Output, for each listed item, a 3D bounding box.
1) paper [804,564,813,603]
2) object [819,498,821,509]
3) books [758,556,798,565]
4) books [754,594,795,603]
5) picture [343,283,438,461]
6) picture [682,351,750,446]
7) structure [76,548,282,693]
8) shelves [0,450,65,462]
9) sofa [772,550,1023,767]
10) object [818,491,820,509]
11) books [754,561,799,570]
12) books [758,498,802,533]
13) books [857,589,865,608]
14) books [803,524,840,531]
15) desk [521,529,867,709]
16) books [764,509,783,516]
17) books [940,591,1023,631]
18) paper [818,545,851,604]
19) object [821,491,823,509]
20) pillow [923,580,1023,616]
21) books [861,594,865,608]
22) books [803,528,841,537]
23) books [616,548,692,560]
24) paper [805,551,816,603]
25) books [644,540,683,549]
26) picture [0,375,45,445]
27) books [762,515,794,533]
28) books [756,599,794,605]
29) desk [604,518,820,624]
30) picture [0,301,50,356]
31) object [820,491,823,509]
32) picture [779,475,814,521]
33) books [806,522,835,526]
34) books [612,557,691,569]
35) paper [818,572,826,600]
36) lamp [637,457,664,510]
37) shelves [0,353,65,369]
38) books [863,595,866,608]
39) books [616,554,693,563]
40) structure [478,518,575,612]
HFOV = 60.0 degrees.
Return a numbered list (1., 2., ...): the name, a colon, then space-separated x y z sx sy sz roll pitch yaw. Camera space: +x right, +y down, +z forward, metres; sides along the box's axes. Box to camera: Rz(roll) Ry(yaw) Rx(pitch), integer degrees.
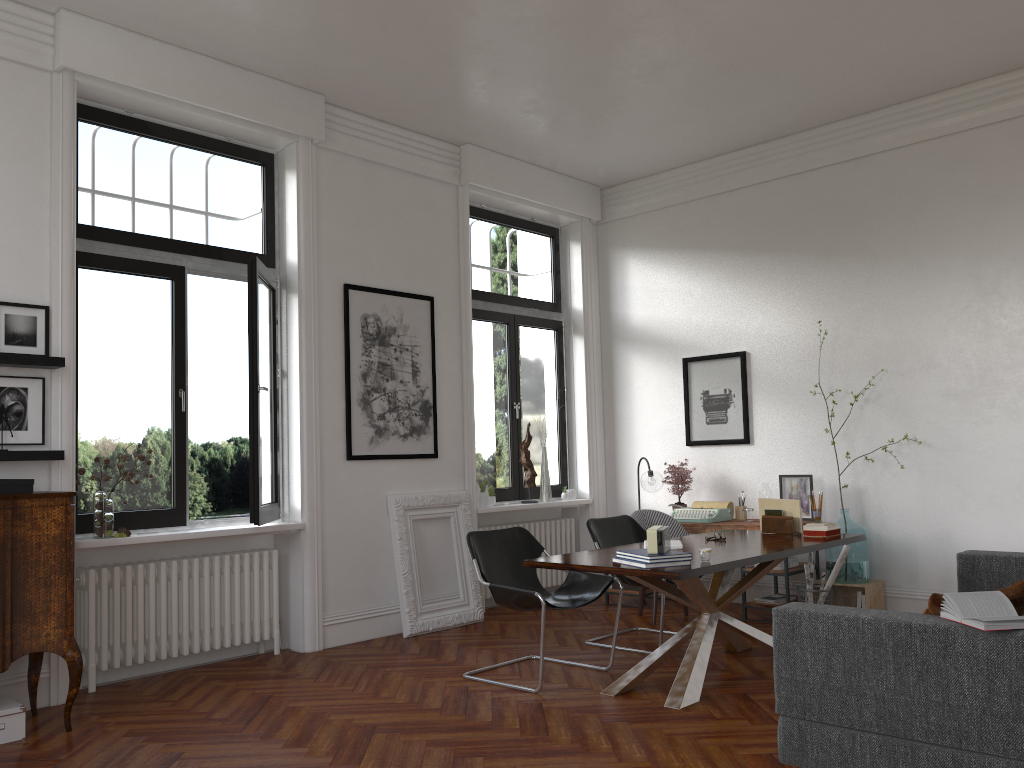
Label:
1. paper: 2.215 1.575 6.582 0.073 0.478 0.033 -1 -4 -10
2. object: 2.049 0.808 5.893 0.044 0.193 0.008 -1 -4 -16
3. books: 2.069 1.379 6.947 0.226 0.038 0.309 -6 -7 43
4. books: 2.062 1.682 6.955 0.268 0.014 0.196 2 -6 -35
5. picture: -0.932 -0.075 6.915 0.035 1.321 0.883 -5 -5 43
6. picture: 1.832 0.141 7.980 0.634 0.815 0.050 -6 -5 43
7. structure: -2.151 1.531 5.815 0.225 0.777 1.454 -5 -6 43
8. shelves: -3.083 0.372 4.472 0.156 0.055 1.515 -6 -7 43
9. sofa: 2.459 1.233 4.300 1.263 0.827 2.646 -6 -6 43
10. object: 2.042 0.808 5.902 0.038 0.194 0.008 0 -4 -20
11. books: 2.069 1.413 6.933 0.226 0.038 0.309 -6 -7 42
12. books: 1.848 0.906 6.111 0.310 0.239 0.043 -6 -6 43
13. books: 2.645 1.678 6.668 0.054 0.257 0.187 -5 -5 44
14. books: 2.033 0.938 5.821 0.164 0.028 0.207 -6 -7 41
15. desk: 1.193 1.350 5.311 1.031 0.750 2.227 -6 -6 43
16. books: 1.805 0.940 6.091 0.128 0.157 0.041 -6 -5 43
17. books: 1.768 0.834 3.283 0.225 0.096 0.279 -1 -5 -5
18. paper: 2.349 1.495 6.570 0.330 0.609 0.047 -3 -4 23
19. object: 2.047 0.804 5.868 0.008 0.195 0.037 1 -5 -34
20. pillow: 1.858 0.992 3.585 0.470 0.396 0.331 -1 -4 -9
21. books: 2.663 1.688 6.640 0.012 0.232 0.170 -5 -5 43
22. books: 2.032 0.971 5.810 0.216 0.039 0.159 3 -7 -44
23. books: 0.726 0.872 4.559 0.250 0.017 0.345 0 -5 -22
24. paper: 2.270 1.514 6.756 0.048 0.625 0.294 -4 -5 36
25. books: 0.924 0.982 5.415 0.231 0.026 0.326 -2 -5 8
26. picture: -2.778 0.148 4.919 0.020 0.384 0.343 -5 -5 43
27. books: 1.806 0.957 6.027 0.221 0.124 0.028 -6 -6 43
28. books: 2.063 1.698 6.954 0.196 0.014 0.268 -6 -7 42
29. desk: 1.631 1.534 7.487 1.800 0.756 0.648 -6 -6 43
30. picture: -2.757 -0.301 4.981 0.020 0.303 0.290 -5 -5 43
31. object: 2.038 0.806 5.858 0.008 0.193 0.049 0 -4 -23
32. picture: 2.326 0.927 7.245 0.283 0.369 0.023 -6 -5 43
33. books: 2.033 0.921 5.839 0.128 0.008 0.159 -7 -7 44
34. books: 0.712 0.911 4.559 0.264 0.027 0.348 0 -5 -22
35. paper: 2.335 1.625 6.716 0.126 0.388 0.026 0 -4 -24
36. lamp: 1.207 0.936 8.012 0.207 0.549 0.442 0 -4 -23
37. shelves: -3.097 -0.149 4.505 0.158 0.055 1.515 -6 -7 43
38. books: 2.672 1.687 6.631 0.012 0.232 0.170 -5 -5 43
39. books: 0.726 0.888 4.558 0.250 0.017 0.345 0 -5 -22
40. structure: 0.098 1.671 8.190 0.225 0.777 1.454 -5 -6 43
